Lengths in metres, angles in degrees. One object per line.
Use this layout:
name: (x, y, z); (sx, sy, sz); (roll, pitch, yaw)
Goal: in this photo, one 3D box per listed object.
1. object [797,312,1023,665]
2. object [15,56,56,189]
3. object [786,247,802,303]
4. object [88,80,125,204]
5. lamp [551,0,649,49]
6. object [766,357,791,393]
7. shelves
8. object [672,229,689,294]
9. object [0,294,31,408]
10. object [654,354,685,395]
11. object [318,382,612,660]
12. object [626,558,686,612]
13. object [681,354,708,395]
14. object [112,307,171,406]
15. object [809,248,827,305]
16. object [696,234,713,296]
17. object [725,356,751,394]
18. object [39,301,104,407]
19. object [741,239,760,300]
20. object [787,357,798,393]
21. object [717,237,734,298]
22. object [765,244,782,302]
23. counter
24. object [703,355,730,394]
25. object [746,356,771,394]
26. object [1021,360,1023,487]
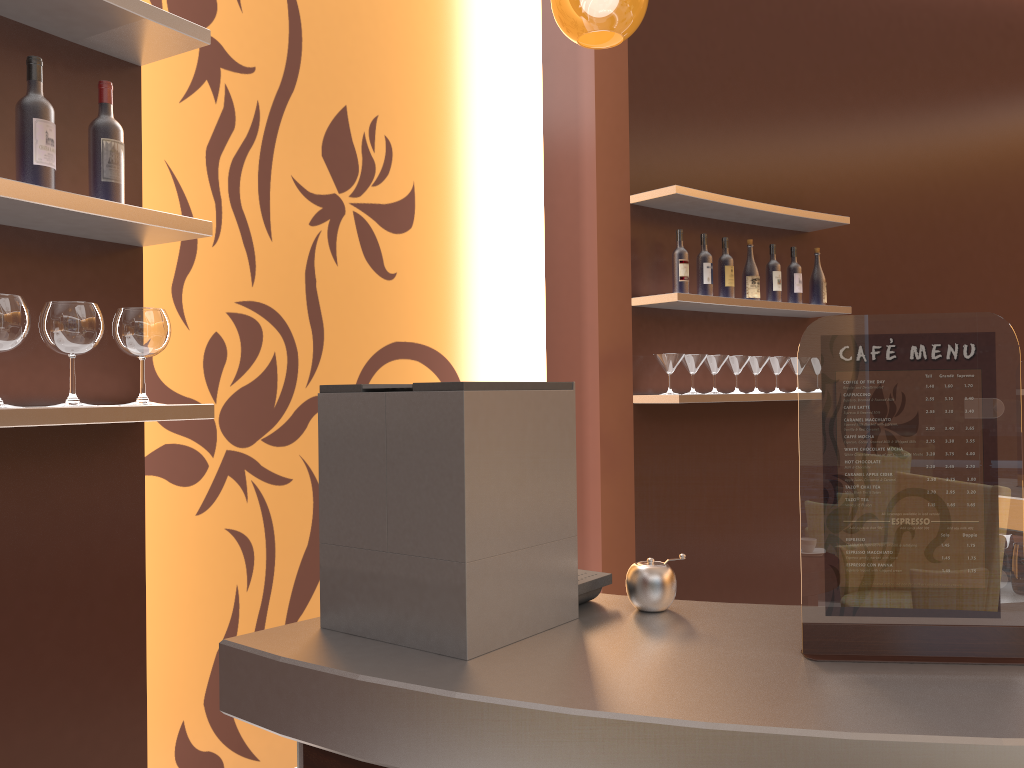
object: (0.480, 0.122, 1.071); (0.258, 0.414, 0.052); (-1, -1, 6)
object: (-0.977, -0.521, 1.819); (0.073, 0.297, 0.073); (-1, -1, -10)
object: (1.388, -0.525, 4.362); (0.073, 0.297, 0.073); (-1, -1, 30)
object: (-0.898, -0.520, 1.964); (0.073, 0.297, 0.073); (-1, -1, 2)
lamp: (0.260, -1.800, 2.720); (0.299, 1.500, 0.299); (-1, -1, 10)
object: (1.280, -0.042, 4.286); (0.137, 0.174, 0.137); (0, -1, -33)
shelves: (-0.005, -0.371, 2.812); (0.586, 0.902, 4.744); (-1, -1, 40)
object: (0.731, -0.522, 3.854); (0.073, 0.297, 0.073); (-1, -1, 30)
object: (-1.011, -0.062, 1.734); (0.125, 0.221, 0.125); (-1, -1, 17)
object: (0.678, -0.040, 3.816); (0.137, 0.174, 0.137); (0, -1, -43)
object: (-0.051, 0.169, 1.310); (0.270, 0.340, 0.373); (-1, -1, 37)
object: (0.207, 0.297, 1.322); (0.075, 0.077, 0.075); (0, -1, -39)
object: (0.797, -0.041, 3.915); (0.137, 0.174, 0.137); (0, -1, -43)
object: (-0.846, -0.061, 2.031); (0.125, 0.221, 0.125); (-1, -1, 17)
object: (1.536, -0.532, 4.459); (0.086, 0.303, 0.086); (-1, -1, 7)
object: (0.861, -0.523, 3.966); (0.073, 0.297, 0.073); (-1, -1, 30)
object: (1.040, -0.041, 4.106); (0.137, 0.174, 0.137); (0, -1, -33)
object: (-0.935, -0.061, 1.887); (0.125, 0.221, 0.125); (-1, -1, 17)
object: (1.125, -0.529, 4.184); (0.086, 0.303, 0.086); (-1, -1, -24)
object: (1.410, -0.043, 4.374); (0.137, 0.174, 0.137); (-1, -1, 17)
object: (0.980, -0.523, 4.066); (0.073, 0.297, 0.073); (-1, -1, -10)
object: (1.258, -0.525, 4.271); (0.073, 0.297, 0.073); (-1, -1, 30)
counter: (1.127, 0.879, 1.856); (1.586, 1.100, 2.917); (-1, -1, 37)
object: (0.916, -0.042, 4.014); (0.137, 0.174, 0.137); (0, -1, -33)
object: (1.155, -0.041, 4.197); (0.137, 0.174, 0.137); (0, -1, -33)
object: (1.727, 0.124, 2.792); (0.052, 0.414, 0.258); (0, -1, -39)
